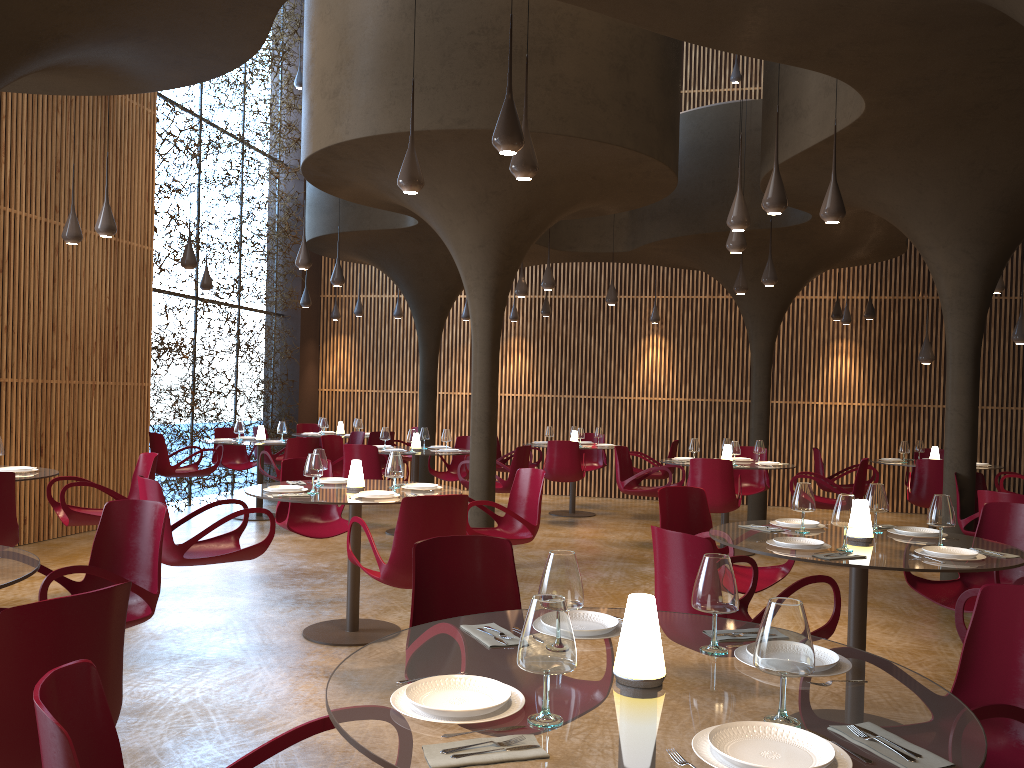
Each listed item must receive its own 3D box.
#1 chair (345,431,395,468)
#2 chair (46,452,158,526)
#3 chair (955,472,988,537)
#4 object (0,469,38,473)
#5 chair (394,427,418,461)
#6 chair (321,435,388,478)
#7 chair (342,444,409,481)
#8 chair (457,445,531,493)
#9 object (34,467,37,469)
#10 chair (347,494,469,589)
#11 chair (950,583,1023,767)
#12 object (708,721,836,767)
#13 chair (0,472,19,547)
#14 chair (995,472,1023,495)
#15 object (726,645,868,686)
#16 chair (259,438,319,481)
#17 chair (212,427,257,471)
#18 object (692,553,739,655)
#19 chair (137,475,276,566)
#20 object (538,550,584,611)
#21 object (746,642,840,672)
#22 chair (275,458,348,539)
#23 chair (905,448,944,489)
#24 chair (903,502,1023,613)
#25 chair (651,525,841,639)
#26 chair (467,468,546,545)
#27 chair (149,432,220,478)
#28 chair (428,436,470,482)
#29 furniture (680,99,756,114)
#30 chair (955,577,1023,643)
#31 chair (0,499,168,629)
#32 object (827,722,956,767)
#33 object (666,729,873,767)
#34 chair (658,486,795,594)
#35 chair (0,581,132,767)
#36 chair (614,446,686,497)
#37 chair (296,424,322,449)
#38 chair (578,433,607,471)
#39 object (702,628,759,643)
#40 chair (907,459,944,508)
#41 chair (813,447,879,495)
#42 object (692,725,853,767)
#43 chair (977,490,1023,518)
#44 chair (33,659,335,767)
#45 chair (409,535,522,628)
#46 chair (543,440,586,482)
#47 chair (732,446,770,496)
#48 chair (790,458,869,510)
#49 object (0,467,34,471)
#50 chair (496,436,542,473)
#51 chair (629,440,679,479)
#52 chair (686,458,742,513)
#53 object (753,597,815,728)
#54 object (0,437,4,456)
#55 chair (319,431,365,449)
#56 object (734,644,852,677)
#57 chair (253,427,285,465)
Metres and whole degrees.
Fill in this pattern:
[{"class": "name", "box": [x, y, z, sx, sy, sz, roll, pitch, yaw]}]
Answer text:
[{"class": "chair", "box": [-2.324, 1.082, 14.683, 0.625, 0.636, 0.872, 2, 0, -38]}, {"class": "chair", "box": [-3.687, 0.953, 8.055, 0.873, 0.636, 0.625, 2, 0, -38]}, {"class": "chair", "box": [4.668, 1.185, 8.423, 0.625, 0.636, 0.872, 2, 0, -30]}, {"class": "object", "box": [-4.266, 0.746, 7.634, 0.331, 0.014, 0.332, 1, -1, 37]}, {"class": "chair", "box": [-2.039, 1.113, 16.348, 0.873, 0.636, 0.625, 2, 0, -38]}, {"class": "chair", "box": [-2.260, 1.052, 12.432, 0.872, 0.636, 0.625, 1, 0, 27]}, {"class": "chair", "box": [-1.725, 1.047, 10.970, 0.625, 0.636, 0.873, 2, 0, 17]}, {"class": "chair", "box": [-0.188, 1.096, 11.541, 0.872, 0.636, 0.625, 1, 0, 22]}, {"class": "object", "box": [-4.388, 0.754, 7.911, 0.262, 0.017, 0.126, 2, -1, -27]}, {"class": "chair", "box": [-0.657, 1.005, 5.864, 0.625, 0.636, 0.872, 2, 0, -30]}, {"class": "chair", "box": [1.483, 1.022, 2.889, 0.873, 0.636, 0.625, 2, 0, -25]}, {"class": "object", "box": [0.556, 0.788, 1.908, 0.263, 0.029, 0.263, 2, -1, 3]}, {"class": "chair", "box": [-3.961, 0.923, 6.438, 0.625, 0.636, 0.872, 2, 0, -43]}, {"class": "chair", "box": [6.886, 1.290, 11.676, 0.872, 0.636, 0.625, 1, 0, 23]}, {"class": "object", "box": [0.827, 0.816, 2.607, 0.204, 0.012, 0.410, 2, -1, -18]}, {"class": "chair", "box": [-3.004, 1.028, 12.115, 0.625, 0.636, 0.872, 2, 0, -38]}, {"class": "chair", "box": [-4.353, 1.016, 13.923, 0.625, 0.636, 0.872, 2, 0, -33]}, {"class": "object", "box": [0.623, 0.674, 2.719, 0.142, 0.295, 0.142, 2, 0, -4]}, {"class": "chair", "box": [-2.221, 0.969, 6.356, 0.873, 0.636, 0.625, 2, 0, -35]}, {"class": "object", "box": [0.149, 0.660, 2.707, 0.142, 0.295, 0.142, 2, 0, 20]}, {"class": "object", "box": [0.825, 0.805, 2.611, 0.263, 0.029, 0.263, 1, -1, 5]}, {"class": "chair", "box": [-1.748, 1.003, 7.839, 0.625, 0.636, 0.872, 2, 0, -25]}, {"class": "chair", "box": [6.207, 1.292, 13.169, 0.625, 0.636, 0.873, 2, 0, 28]}, {"class": "chair", "box": [3.037, 1.102, 5.669, 0.873, 0.636, 0.625, 2, 0, -33]}, {"class": "chair", "box": [1.119, 1.034, 4.481, 0.873, 0.636, 0.625, 2, 0, -28]}, {"class": "chair", "box": [-0.149, 1.041, 7.474, 0.873, 0.636, 0.625, 2, 0, -30]}, {"class": "chair", "box": [-4.620, 0.988, 12.389, 0.873, 0.636, 0.625, 2, 0, -43]}, {"class": "chair", "box": [-0.774, 1.102, 13.125, 0.625, 0.636, 0.873, 2, 0, 22]}, {"class": "furniture", "box": [2.692, -3.260, 12.671, 0.900, 1.048, 2.530, 1, 0, -36]}, {"class": "chair", "box": [2.623, 1.069, 4.082, 0.625, 0.636, 0.872, 2, 0, -38]}, {"class": "chair", "box": [-2.182, 0.944, 4.461, 0.625, 0.636, 0.873, 2, 0, 25]}, {"class": "object", "box": [0.846, 0.814, 1.992, 0.126, 0.017, 0.262, 2, -1, -20]}, {"class": "object", "box": [0.552, 0.799, 1.906, 0.411, 0.012, 0.204, 2, -1, -24]}, {"class": "chair", "box": [1.405, 1.064, 6.097, 0.625, 0.636, 0.872, 2, 0, -33]}, {"class": "chair", "box": [-1.670, 0.936, 2.853, 0.872, 0.636, 0.625, 1, 0, 25]}, {"class": "chair", "box": [1.760, 1.150, 11.585, 0.872, 0.636, 0.625, 1, 0, 27]}, {"class": "chair", "box": [-3.673, 1.070, 16.491, 0.625, 0.636, 0.872, 2, 0, -33]}, {"class": "chair", "box": [1.348, 1.193, 15.559, 0.625, 0.636, 0.872, 2, 0, 12]}, {"class": "object", "box": [0.768, 0.824, 2.908, 0.262, 0.017, 0.126, 2, -1, -14]}, {"class": "chair", "box": [5.297, 1.239, 11.104, 0.625, 0.636, 0.873, 2, 0, 23]}, {"class": "chair", "box": [4.741, 1.245, 12.646, 0.872, 0.636, 0.625, 1, 0, 18]}, {"class": "object", "box": [0.556, 0.797, 1.908, 0.332, 0.014, 0.332, 1, -1, 19]}, {"class": "chair", "box": [4.057, 1.147, 6.901, 0.873, 0.636, 0.625, 2, 0, -25]}, {"class": "chair", "box": [-0.582, 0.953, 1.981, 0.873, 0.636, 0.625, 2, 0, -20]}, {"class": "chair", "box": [-0.073, 0.988, 3.541, 0.625, 0.636, 0.872, 2, 0, -25]}, {"class": "chair", "box": [0.785, 1.147, 13.272, 0.625, 0.636, 0.872, 2, 0, 7]}, {"class": "chair", "box": [3.246, 1.200, 12.278, 0.625, 0.636, 0.873, 2, 0, 22]}, {"class": "chair", "box": [3.832, 1.193, 10.694, 0.872, 0.636, 0.625, 1, 0, 22]}, {"class": "object", "box": [-4.266, 0.736, 7.634, 0.263, 0.029, 0.263, 1, -1, 31]}, {"class": "chair", "box": [0.004, 1.144, 14.619, 0.872, 0.636, 0.625, 1, 0, 17]}, {"class": "chair", "box": [2.200, 1.196, 14.102, 0.872, 0.636, 0.625, 1, 0, 12]}, {"class": "chair", "box": [2.295, 1.144, 10.123, 0.625, 0.636, 0.873, 2, 0, 17]}, {"class": "object", "box": [0.650, 0.666, 2.121, 0.142, 0.295, 0.142, 2, 0, 2]}, {"class": "object", "box": [-4.487, 0.604, 7.694, 0.142, 0.295, 0.142, 2, 0, 17]}, {"class": "chair", "box": [-2.720, 1.058, 13.779, 0.873, 0.636, 0.625, 2, 0, -38]}, {"class": "object", "box": [0.825, 0.814, 2.611, 0.331, 0.014, 0.332, 1, -1, 44]}, {"class": "chair", "box": [-3.940, 1.042, 14.957, 0.873, 0.636, 0.625, 2, 0, -43]}]
